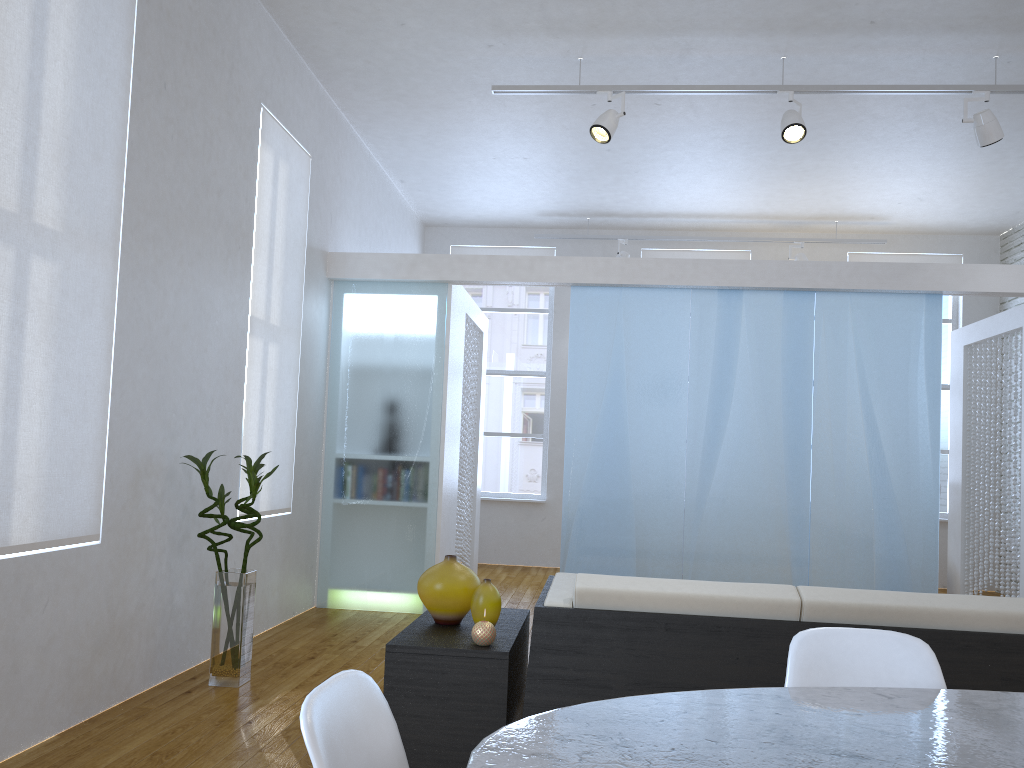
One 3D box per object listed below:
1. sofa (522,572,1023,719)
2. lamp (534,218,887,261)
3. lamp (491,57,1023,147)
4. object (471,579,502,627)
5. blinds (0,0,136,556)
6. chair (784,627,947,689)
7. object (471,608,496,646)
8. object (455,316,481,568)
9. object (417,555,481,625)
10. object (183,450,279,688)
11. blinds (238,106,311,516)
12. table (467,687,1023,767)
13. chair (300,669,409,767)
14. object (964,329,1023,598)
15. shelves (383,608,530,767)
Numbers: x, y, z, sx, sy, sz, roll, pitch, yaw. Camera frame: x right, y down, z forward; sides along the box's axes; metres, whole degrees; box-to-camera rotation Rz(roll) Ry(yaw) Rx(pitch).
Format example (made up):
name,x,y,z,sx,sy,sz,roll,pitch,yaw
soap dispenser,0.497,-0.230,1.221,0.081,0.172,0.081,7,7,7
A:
name,x,y,z,sx,sy,sz,roll,pitch,yaw
sofa,1.204,0.998,3.385,5.336,0.677,9.746,2,-5,6
lamp,1.755,-1.235,8.006,3.118,0.485,0.198,2,-3,4
lamp,1.434,-1.528,4.795,3.117,0.485,0.205,2,-3,3
object,-0.080,0.683,2.737,0.096,0.160,0.095,6,-5,-43
blinds,-1.480,-0.522,2.870,0.007,2.107,0.763,2,-3,6
chair,0.614,0.608,1.424,0.405,0.351,0.420,2,-4,5
object,-0.080,0.694,2.540,0.071,0.104,0.071,0,-4,33
object,-0.357,0.532,6.719,0.051,2.012,0.925,2,-3,6
object,-0.202,0.661,2.856,0.207,0.215,0.207,6,-5,-43
object,-1.224,0.765,3.724,0.380,0.978,0.484,4,-4,-22
blinds,-1.283,-0.341,4.842,0.007,2.108,0.763,2,-3,6
table,0.885,0.790,0.958,1.909,0.621,1.073,2,-5,5
chair,-0.034,0.549,1.059,0.419,0.351,0.406,2,-4,8
object,3.452,0.659,6.328,0.051,2.012,0.925,2,-3,6
shelves,-0.154,0.994,2.820,0.349,0.450,0.731,2,-4,6
